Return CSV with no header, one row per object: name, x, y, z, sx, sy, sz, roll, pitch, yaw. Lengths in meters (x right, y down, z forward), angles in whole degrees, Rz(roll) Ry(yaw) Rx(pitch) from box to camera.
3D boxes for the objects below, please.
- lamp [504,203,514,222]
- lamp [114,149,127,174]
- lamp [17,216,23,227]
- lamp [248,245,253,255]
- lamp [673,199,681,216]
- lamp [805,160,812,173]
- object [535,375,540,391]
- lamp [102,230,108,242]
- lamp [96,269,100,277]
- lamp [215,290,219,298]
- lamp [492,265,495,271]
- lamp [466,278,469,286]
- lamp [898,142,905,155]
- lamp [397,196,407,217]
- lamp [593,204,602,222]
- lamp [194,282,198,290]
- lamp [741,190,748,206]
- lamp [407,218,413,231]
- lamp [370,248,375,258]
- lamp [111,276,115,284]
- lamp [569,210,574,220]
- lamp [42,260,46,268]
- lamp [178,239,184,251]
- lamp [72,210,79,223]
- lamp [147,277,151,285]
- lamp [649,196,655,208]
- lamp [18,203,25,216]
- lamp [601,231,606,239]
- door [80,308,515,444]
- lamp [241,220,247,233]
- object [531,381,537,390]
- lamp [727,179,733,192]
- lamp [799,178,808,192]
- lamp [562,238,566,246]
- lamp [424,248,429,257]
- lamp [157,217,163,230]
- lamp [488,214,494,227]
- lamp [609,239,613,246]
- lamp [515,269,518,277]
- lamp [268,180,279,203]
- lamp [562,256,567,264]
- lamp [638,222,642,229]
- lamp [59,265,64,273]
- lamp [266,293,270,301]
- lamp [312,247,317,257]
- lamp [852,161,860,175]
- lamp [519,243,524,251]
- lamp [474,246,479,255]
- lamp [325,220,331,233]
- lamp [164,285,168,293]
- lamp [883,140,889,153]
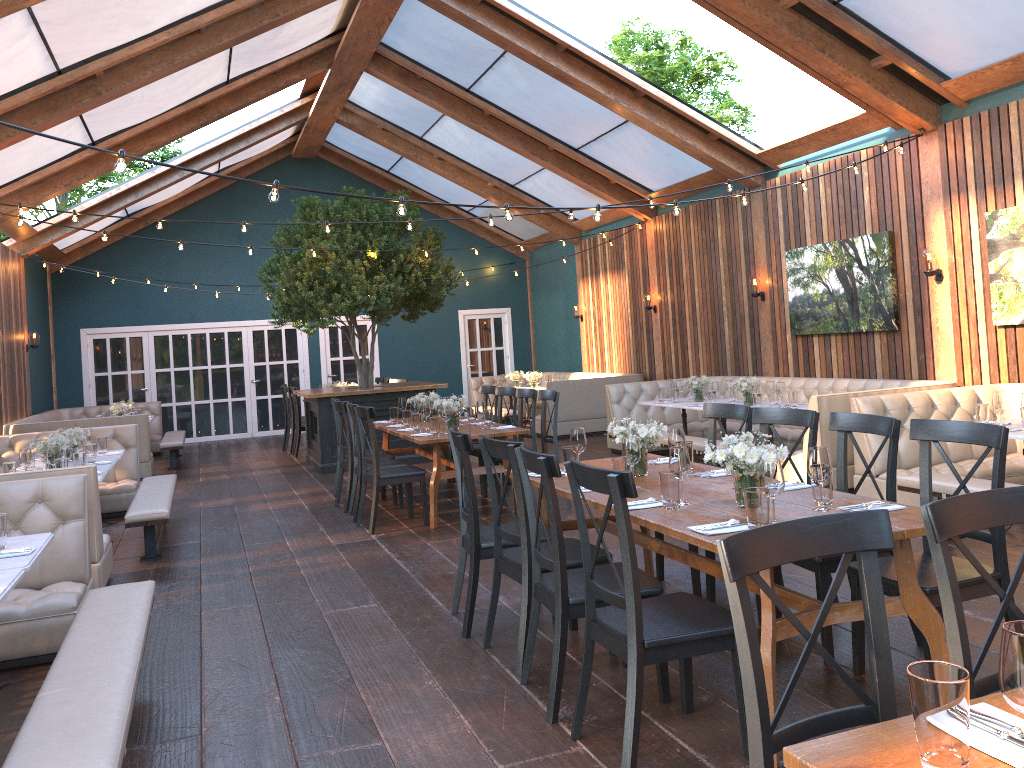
lamp,-0.020,-1.076,5.546,0.056,0.120,0.056,-3,-1,-14
lamp,-1.843,-1.047,4.160,0.056,0.120,0.056,-3,-1,-22
lamp,-4.718,-1.569,8.493,0.056,0.118,0.065,-4,0,29
lamp,-2.931,-1.499,9.906,0.056,0.120,0.056,-3,-1,-32
lamp,1.198,-1.284,6.446,0.056,0.121,0.056,-3,-1,-32
lamp,2.802,-2.059,8.369,0.056,0.120,0.056,-4,-1,23
object,0.415,-0.015,14.350,0.092,0.245,0.092,-4,-1,28
lamp,-4.122,-1.501,8.957,0.056,0.119,0.062,-4,0,22
lamp,-6.451,-1.727,13.790,0.056,0.121,0.056,-3,-1,-35
lamp,-4.460,-1.361,13.390,0.056,0.115,0.074,-4,0,24
lamp,-0.389,-2.397,18.307,0.056,0.121,0.056,-3,-1,-37
lamp,-0.687,-1.565,13.589,0.056,0.121,0.056,-3,-1,-43
lamp,3.590,-2.171,8.160,0.062,0.119,0.056,-3,-1,-36
lamp,-0.636,-1.022,5.092,0.056,0.121,0.056,-3,-1,-21
lamp,0.578,-1.162,6.010,0.056,0.121,0.056,-4,-1,0
lamp,-5.270,-1.634,14.746,0.056,0.120,0.056,-3,-1,-17
lamp,1.808,-1.446,6.886,0.056,0.121,0.056,-4,-1,8
lamp,-0.958,-1.487,8.250,0.056,0.121,0.056,-3,-1,-44
lamp,-1.707,-1.601,10.819,0.056,0.121,0.056,-4,-1,6
lamp,-5.985,-1.560,13.280,0.060,0.119,0.056,-3,-1,-25
lamp,0.556,-1.602,8.336,0.056,0.117,0.067,-4,0,34
lamp,-7.035,-1.807,13.308,0.056,0.120,0.056,-4,-1,40
lamp,-3.533,-1.481,9.436,0.056,0.120,0.056,-4,-1,37
lamp,-3.989,-1.529,8.078,0.056,0.121,0.056,-4,-1,5
lamp,-5.860,-1.663,14.266,0.056,0.121,0.056,-4,-1,-4
lamp,1.318,-1.717,8.344,0.056,0.121,0.056,-4,-1,2
lamp,-4.462,-1.585,8.043,0.056,0.121,0.056,-3,-1,-17
lamp,1.353,-2.200,13.020,0.064,0.118,0.056,-4,-1,-11
door,-3.823,-0.187,17.207,8.183,2.213,0.173,-4,-1,-20
lamp,-2.475,-1.453,8.172,0.056,0.121,0.056,-4,-1,-10
object,0.357,0.036,14.258,0.092,0.158,0.091,-3,0,-33
lamp,2.058,-1.878,8.373,0.063,0.119,0.056,-3,-1,-26
lamp,2.411,-1.647,7.319,0.071,0.116,0.056,-4,-1,3
lamp,0.740,-2.023,12.598,0.056,0.121,0.056,-3,-1,-37
lamp,-1.088,-1.672,11.257,0.060,0.119,0.056,-3,-1,-34
lamp,-3.236,-1.475,8.125,0.056,0.121,0.056,-4,-1,-7
lamp,-0.196,-1.533,8.288,0.056,0.121,0.056,-4,-1,-4
lamp,1.515,-2.169,13.585,0.074,0.115,0.056,-4,0,-13
lamp,0.066,-1.709,13.582,0.056,0.121,0.056,-3,-1,-42
lamp,-1.247,-1.009,4.628,0.056,0.120,0.056,-4,-1,31
lamp,0.806,-1.905,13.581,0.056,0.118,0.066,-3,-1,-43
lamp,1.951,-2.413,13.464,0.056,0.120,0.056,-4,-1,10
lamp,-6.722,-1.714,13.202,0.076,0.114,0.056,-4,0,26
lamp,-3.717,-1.330,13.481,0.056,0.119,0.060,-4,0,17
lamp,-2.315,-1.542,10.356,0.056,0.121,0.056,-3,-1,-39
lamp,3.009,-1.889,7.741,0.060,0.119,0.056,-4,-1,3
lamp,0.137,-1.878,12.142,0.056,0.117,0.068,-3,0,-22
lamp,-0.471,-1.763,11.701,0.060,0.119,0.056,-4,-1,4
lamp,-1.713,-1.459,8.220,0.056,0.121,0.056,-4,-1,21
lamp,-5.230,-1.440,13.354,0.056,0.119,0.059,-3,-1,-15
lamp,3.534,-2.242,8.373,0.056,0.121,0.056,-4,-1,2
